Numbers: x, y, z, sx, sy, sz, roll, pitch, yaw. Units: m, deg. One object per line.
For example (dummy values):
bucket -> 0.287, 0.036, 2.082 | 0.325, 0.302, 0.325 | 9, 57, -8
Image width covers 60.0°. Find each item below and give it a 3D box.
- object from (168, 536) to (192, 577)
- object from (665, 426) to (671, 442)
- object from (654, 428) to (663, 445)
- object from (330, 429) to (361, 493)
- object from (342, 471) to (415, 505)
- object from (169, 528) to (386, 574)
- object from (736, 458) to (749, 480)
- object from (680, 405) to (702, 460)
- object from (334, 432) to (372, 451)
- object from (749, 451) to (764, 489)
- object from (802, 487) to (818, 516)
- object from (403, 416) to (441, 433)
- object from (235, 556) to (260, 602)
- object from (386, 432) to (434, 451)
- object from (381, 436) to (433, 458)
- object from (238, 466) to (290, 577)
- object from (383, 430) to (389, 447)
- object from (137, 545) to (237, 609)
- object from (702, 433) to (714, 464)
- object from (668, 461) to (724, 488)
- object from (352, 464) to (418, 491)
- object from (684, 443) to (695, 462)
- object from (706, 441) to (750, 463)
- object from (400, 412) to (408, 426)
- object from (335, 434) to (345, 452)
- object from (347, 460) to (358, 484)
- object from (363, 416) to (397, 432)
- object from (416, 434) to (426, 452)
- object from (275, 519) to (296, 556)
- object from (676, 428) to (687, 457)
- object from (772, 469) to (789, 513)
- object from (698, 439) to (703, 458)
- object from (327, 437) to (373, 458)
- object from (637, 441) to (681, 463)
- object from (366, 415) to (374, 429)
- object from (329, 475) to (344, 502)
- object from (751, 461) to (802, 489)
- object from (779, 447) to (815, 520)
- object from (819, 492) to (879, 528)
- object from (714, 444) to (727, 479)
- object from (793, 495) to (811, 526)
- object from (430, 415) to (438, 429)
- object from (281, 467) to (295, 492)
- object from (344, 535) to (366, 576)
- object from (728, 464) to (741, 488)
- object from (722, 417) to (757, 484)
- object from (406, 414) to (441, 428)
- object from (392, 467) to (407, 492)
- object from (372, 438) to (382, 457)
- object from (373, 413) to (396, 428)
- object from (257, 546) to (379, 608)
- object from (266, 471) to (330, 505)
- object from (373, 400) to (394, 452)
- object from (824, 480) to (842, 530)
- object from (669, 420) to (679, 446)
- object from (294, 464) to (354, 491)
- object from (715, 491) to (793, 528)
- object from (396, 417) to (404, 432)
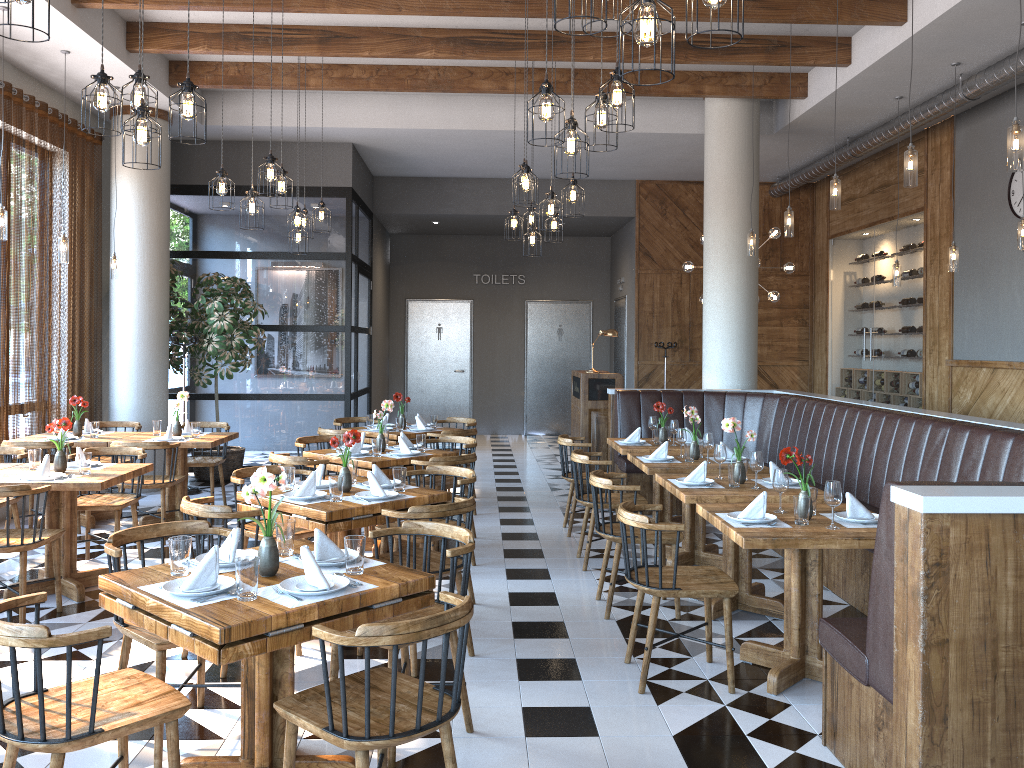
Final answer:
object -> -1.188, 0.617, 3.172 | 0.080, 0.132, 0.080 | 0, 1, -27
object -> 1.356, 0.436, 7.735 | 0.080, 0.132, 0.080 | 0, 1, -2
object -> 1.239, 0.446, 7.495 | 0.080, 0.132, 0.080 | 0, 1, -17
object -> -0.921, 0.430, 4.940 | 0.156, 0.355, 0.171 | 0, 1, -37
object -> -0.737, 0.547, 4.795 | 0.272, 0.137, 0.352 | 2, 3, 43
object -> -0.882, 0.610, 3.342 | 0.577, 0.137, 0.582 | 3, 3, 43
object -> 1.437, 0.534, 5.531 | 0.080, 0.132, 0.080 | 0, 1, -2
object -> 1.317, 0.356, 6.509 | 0.146, 0.400, 0.206 | 1, 1, 5
object -> -1.207, 0.444, 7.017 | 0.272, 0.137, 0.352 | 2, 3, 43
object -> 1.439, 0.507, 5.214 | 0.081, 0.215, 0.081 | 0, 1, -39
object -> 1.479, 0.585, 4.404 | 0.080, 0.132, 0.080 | 0, 1, -2
object -> -0.881, 0.380, 8.539 | 0.272, 0.137, 0.352 | 2, 3, 43
object -> -0.860, 0.633, 2.876 | 0.080, 0.132, 0.080 | 0, 1, -27
object -> -0.829, 0.447, 7.034 | 0.352, 0.137, 0.272 | 3, 3, 43
object -> -0.808, 0.464, 6.657 | 0.272, 0.137, 0.352 | 2, 3, 43
object -> -0.881, 0.487, 3.153 | 0.206, 0.400, 0.146 | 1, 0, 17
object -> -1.028, 0.443, 7.140 | 0.080, 0.132, 0.080 | 1, 1, 13
object -> -1.052, 0.624, 2.985 | 0.352, 0.137, 0.272 | 3, 3, 43
object -> 1.398, 0.458, 6.315 | 0.081, 0.215, 0.081 | 1, 0, 29
object -> 1.114, 0.536, 5.384 | 0.272, 0.137, 0.352 | 0, 2, -2
object -> -0.757, 0.530, 5.172 | 0.352, 0.137, 0.272 | 3, 3, 43
object -> 1.280, 0.495, 6.392 | 0.080, 0.132, 0.080 | 0, 1, -17
object -> 1.598, 0.490, 6.502 | 0.272, 0.137, 0.352 | 0, 2, -2
object -> -1.098, 0.359, 9.022 | 0.080, 0.132, 0.080 | 1, 1, 23
object -> -1.323, 0.455, 6.820 | 0.080, 0.132, 0.080 | 1, 1, 13
object -> -0.960, 0.526, 5.282 | 0.080, 0.132, 0.080 | 1, 1, 3
object -> -1.260, 0.377, 8.522 | 0.352, 0.137, 0.272 | 3, 3, 43
object -> -0.704, 0.458, 6.856 | 0.080, 0.132, 0.080 | 1, 1, 13
object -> -0.893, 0.605, 3.492 | 0.080, 0.132, 0.080 | 0, 1, -37
object -> 1.275, 0.441, 6.669 | 0.081, 0.215, 0.081 | 0, 0, -11
object -> 1.357, 0.539, 4.474 | 0.081, 0.215, 0.081 | 1, 0, 6
object -> 1.397, 0.485, 6.632 | 0.080, 0.132, 0.080 | 0, 1, -2
object -> -1.187, 0.461, 6.640 | 0.352, 0.137, 0.272 | 3, 3, 43
object -> 1.073, 0.486, 6.492 | 0.272, 0.137, 0.352 | 0, 2, -2
object -> -1.392, 0.371, 8.702 | 0.080, 0.132, 0.080 | 0, 1, -27
object -> -0.926, 0.553, 4.667 | 0.080, 0.132, 0.080 | 1, 1, 13
object -> 1.639, 0.540, 5.394 | 0.272, 0.137, 0.352 | 0, 2, -2
object -> 1.379, 0.477, 4.292 | 0.171, 0.355, 0.156 | 0, 0, 1
object -> 1.681, 0.590, 4.272 | 0.272, 0.137, 0.352 | 0, 2, -2
object -> 1.315, 0.489, 5.597 | 0.081, 0.215, 0.081 | 0, 1, -39
object -> 1.362, 0.594, 4.165 | 0.080, 0.132, 0.080 | 0, 1, -17
object -> -0.773, 0.374, 8.737 | 0.080, 0.132, 0.080 | 1, 1, 23
object -> -1.254, 0.537, 4.962 | 0.080, 0.132, 0.080 | 1, 1, 3
object -> -0.569, 0.621, 3.207 | 0.080, 0.132, 0.080 | 0, 1, -37
object -> 1.321, 0.545, 5.265 | 0.080, 0.132, 0.080 | 1, 1, 3
object -> 1.385, 0.405, 5.413 | 0.206, 0.400, 0.146 | 0, 0, 0
object -> -0.901, 0.363, 8.917 | 0.352, 0.137, 0.272 | 3, 3, 43
object -> -0.635, 0.541, 4.998 | 0.080, 0.132, 0.080 | 1, 1, 3
object -> -0.994, 0.470, 6.524 | 0.080, 0.132, 0.080 | 1, 1, 13
object -> -1.280, 0.360, 8.899 | 0.272, 0.137, 0.352 | 2, 3, 43
object -> -0.673, 0.626, 3.002 | 0.272, 0.137, 0.352 | 2, 3, 43
object -> -1.115, 0.544, 4.778 | 0.352, 0.137, 0.272 | 3, 3, 43
object -> -0.987, 0.323, 6.827 | 0.146, 0.400, 0.206 | 1, 1, 9
object -> 1.480, 0.557, 4.087 | 0.081, 0.215, 0.081 | 0, 0, -33
object -> 1.357, 0.409, 7.418 | 0.081, 0.215, 0.081 | 1, 0, 29
object -> -1.136, 0.527, 5.155 | 0.272, 0.137, 0.352 | 2, 3, 43
object -> 1.156, 0.586, 4.262 | 0.272, 0.137, 0.352 | 0, 2, -2
object -> -1.064, 0.386, 8.406 | 0.080, 0.132, 0.080 | 1, 1, 13
